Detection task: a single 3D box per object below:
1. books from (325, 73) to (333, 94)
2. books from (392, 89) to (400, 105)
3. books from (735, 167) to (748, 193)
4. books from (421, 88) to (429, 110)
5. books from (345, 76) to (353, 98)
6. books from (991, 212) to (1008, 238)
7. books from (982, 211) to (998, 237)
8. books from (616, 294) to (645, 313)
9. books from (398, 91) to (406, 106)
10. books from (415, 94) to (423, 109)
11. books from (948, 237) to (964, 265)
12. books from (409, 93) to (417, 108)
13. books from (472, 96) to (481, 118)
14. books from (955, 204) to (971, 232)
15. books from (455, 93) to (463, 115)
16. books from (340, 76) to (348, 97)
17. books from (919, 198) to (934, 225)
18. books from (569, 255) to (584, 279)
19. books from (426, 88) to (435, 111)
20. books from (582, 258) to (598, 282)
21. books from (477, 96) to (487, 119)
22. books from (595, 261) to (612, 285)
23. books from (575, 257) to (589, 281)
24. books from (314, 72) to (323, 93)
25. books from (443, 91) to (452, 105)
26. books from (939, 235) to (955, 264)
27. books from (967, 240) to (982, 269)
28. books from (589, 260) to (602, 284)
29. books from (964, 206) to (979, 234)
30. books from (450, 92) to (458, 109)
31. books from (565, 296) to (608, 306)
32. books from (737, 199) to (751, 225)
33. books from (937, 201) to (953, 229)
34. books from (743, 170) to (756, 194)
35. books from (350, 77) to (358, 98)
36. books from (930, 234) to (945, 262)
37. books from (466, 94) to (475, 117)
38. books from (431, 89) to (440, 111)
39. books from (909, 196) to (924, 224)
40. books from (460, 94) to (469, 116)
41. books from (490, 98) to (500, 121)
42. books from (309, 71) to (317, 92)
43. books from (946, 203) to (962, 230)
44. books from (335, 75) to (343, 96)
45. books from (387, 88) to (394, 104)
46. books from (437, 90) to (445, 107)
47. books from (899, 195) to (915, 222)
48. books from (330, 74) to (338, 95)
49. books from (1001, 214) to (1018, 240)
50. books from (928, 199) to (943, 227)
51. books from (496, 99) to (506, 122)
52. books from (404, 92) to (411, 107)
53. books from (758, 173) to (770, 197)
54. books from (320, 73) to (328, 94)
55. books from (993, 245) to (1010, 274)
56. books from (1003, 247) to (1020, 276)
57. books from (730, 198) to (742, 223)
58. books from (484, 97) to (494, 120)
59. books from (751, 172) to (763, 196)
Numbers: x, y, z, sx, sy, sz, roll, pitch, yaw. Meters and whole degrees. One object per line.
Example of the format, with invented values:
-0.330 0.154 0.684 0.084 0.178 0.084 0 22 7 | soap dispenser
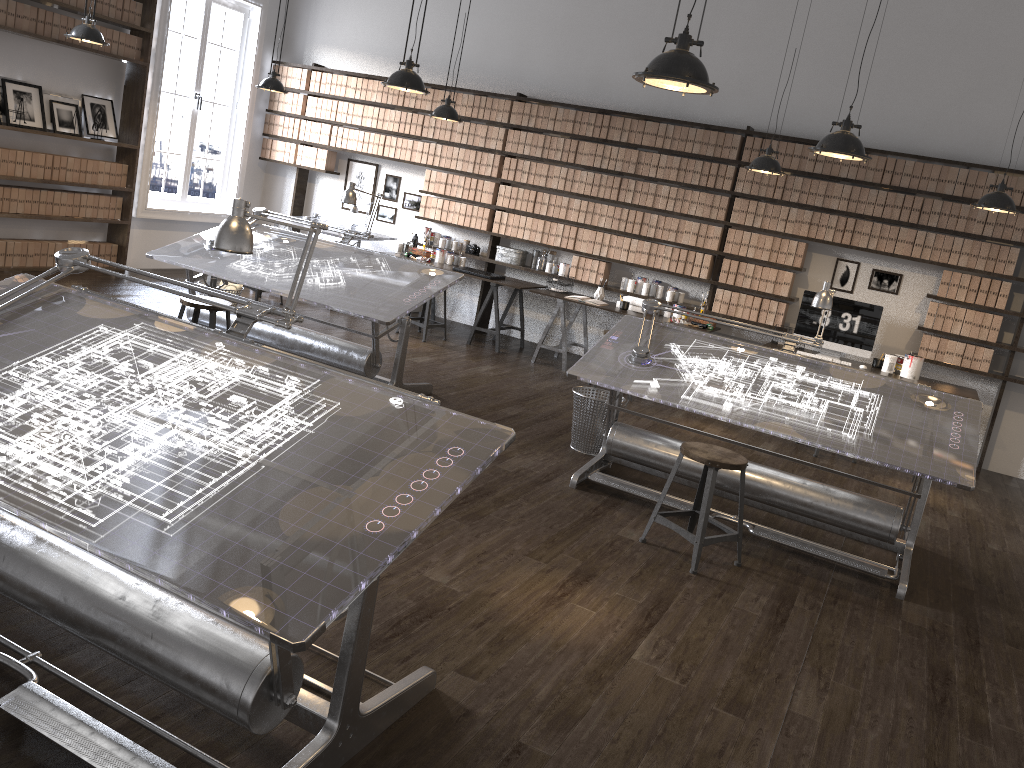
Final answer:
-1.986 -3.319 9.840 0.067 0.224 0.175 15 11 23 | books
-1.194 -3.086 9.484 0.067 0.223 0.175 15 11 23 | books
2.085 -1.833 8.005 0.067 0.224 0.175 15 11 23 | books
-0.875 -2.991 9.337 0.067 0.224 0.175 15 11 23 | books
-1.741 -3.247 9.732 0.067 0.223 0.175 15 11 23 | books
3.941 -1.284 7.160 0.067 0.224 0.175 15 11 23 | books
3.877 -1.302 7.184 0.067 0.224 0.175 15 11 23 | books
1.131 -0.750 8.191 0.296 0.146 0.387 16 13 23 | books
-1.131 -3.066 9.449 0.067 0.224 0.175 15 11 23 | books
-0.938 -3.010 9.366 0.067 0.224 0.175 15 11 23 | books
3.660 -1.093 7.305 0.067 0.224 0.175 15 11 23 | books
-1.002 -3.028 9.391 0.067 0.224 0.175 15 11 23 | books
-0.327 -2.827 9.080 0.067 0.224 0.175 15 11 23 | books
3.698 -1.355 7.265 0.067 0.224 0.175 15 11 23 | books
-0.513 -2.884 9.173 0.067 0.224 0.175 15 11 23 | books
-1.803 -3.264 9.754 0.067 0.224 0.175 15 11 23 | books
3.453 -1.429 7.384 0.067 0.224 0.175 15 11 23 | books
0.644 -1.152 8.746 0.067 0.224 0.175 15 11 23 | books
-0.818 -2.973 9.305 0.067 0.224 0.175 15 11 23 | books
0.769 -1.117 8.696 0.067 0.224 0.175 15 11 23 | books
-0.269 -2.811 9.058 0.067 0.223 0.175 15 11 23 | books
0.895 -1.080 8.639 0.067 0.224 0.175 15 11 23 | books
0.706 -1.135 8.724 0.067 0.224 0.175 15 11 23 | books
-2.116 -3.357 9.898 0.067 0.224 0.175 15 11 23 | books
-0.639 -2.920 9.224 0.067 0.224 0.175 15 11 23 | books
3.600 -1.112 7.337 0.067 0.224 0.175 15 11 23 | books
3.781 -1.058 7.253 0.067 0.223 0.175 15 11 23 | books
0.830 -1.098 8.664 0.067 0.224 0.175 15 11 23 | books
3.759 -1.338 7.242 0.067 0.223 0.175 15 11 23 | books
-0.575 -2.902 9.200 0.067 0.224 0.175 15 11 23 | books
0.694 -0.779 8.200 0.356 0.029 0.257 16 13 24 | books
2.109 -1.552 8.012 0.067 0.224 0.175 15 11 23 | books
3.579 -1.392 7.326 0.067 0.224 0.175 15 11 23 | books
2.148 -1.814 7.972 0.067 0.224 0.175 15 11 23 | books
-1.687 -3.230 9.705 0.067 0.223 0.175 15 11 23 | books
3.539 -1.131 7.367 0.067 0.224 0.175 15 11 23 | books
-0.390 -2.846 9.109 0.067 0.224 0.175 15 11 23 | books
-0.757 -2.956 9.282 0.067 0.223 0.175 15 11 23 | books
3.385 -1.448 7.409 0.067 0.224 0.175 15 11 23 | books
-0.453 -2.865 9.141 0.067 0.224 0.175 15 11 23 | books
-0.140 -2.774 9.003 0.067 0.224 0.175 15 11 23 | books
-2.179 -3.377 9.933 0.067 0.223 0.175 15 11 23 | books
3.641 -1.373 7.297 0.067 0.224 0.175 15 11 23 | books
-1.859 -3.282 9.787 0.067 0.224 0.175 15 11 23 | books
-1.253 -3.103 9.508 0.067 0.223 0.175 15 11 23 | books
-0.702 -2.939 9.255 0.067 0.223 0.175 15 11 23 | books
3.322 -1.468 7.444 0.067 0.223 0.175 15 11 23 | books
-1.922 -3.301 9.815 0.067 0.224 0.175 15 11 23 | books
4.003 -1.266 7.133 0.067 0.224 0.175 15 11 23 | books
3.514 -1.410 7.351 0.067 0.224 0.175 15 11 23 | books
-0.080 -2.755 8.971 0.067 0.224 0.175 15 11 23 | books
-1.063 -3.047 9.424 0.067 0.224 0.175 15 11 23 | books
2.269 -1.779 7.922 0.067 0.223 0.175 15 11 23 | books
-2.047 -3.338 9.873 0.067 0.224 0.175 15 11 23 | books
3.963 -1.005 7.172 0.067 0.224 0.175 15 11 23 | books
4.024 -0.986 7.140 0.067 0.224 0.175 15 11 23 | books
2.055 -1.569 8.041 0.067 0.223 0.175 15 11 23 | books
-0.202 -2.792 9.029 0.067 0.224 0.175 15 11 23 | books
2.212 -1.795 7.943 0.067 0.224 0.175 15 11 23 | books
